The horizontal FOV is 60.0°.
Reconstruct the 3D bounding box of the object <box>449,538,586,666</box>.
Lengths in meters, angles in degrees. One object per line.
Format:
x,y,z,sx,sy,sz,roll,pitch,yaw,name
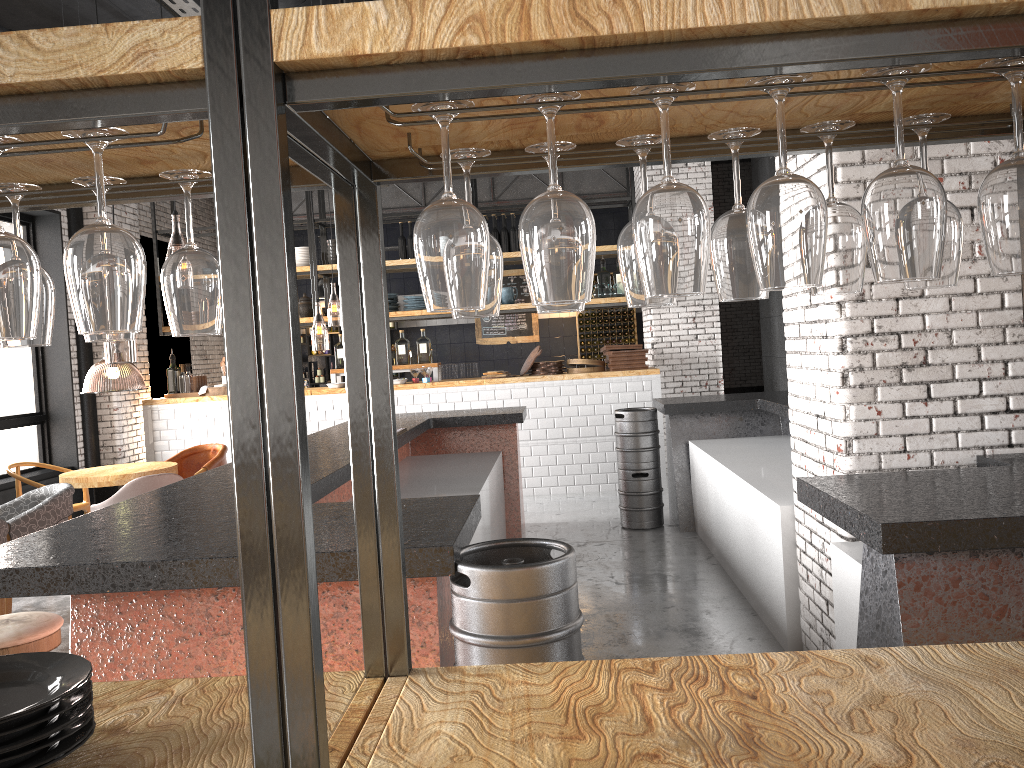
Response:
0.032,1.007,2.616,0.399,1.035,0.398,-3,2,38,object

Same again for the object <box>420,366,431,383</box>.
-0.968,-0.109,9.959,0.128,0.189,0.123,-3,1,12,object

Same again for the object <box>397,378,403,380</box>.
-1.255,-0.056,9.923,0.039,0.021,0.203,-4,2,-20,object

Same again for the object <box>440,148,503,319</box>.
-0.067,-0.242,1.447,0.101,0.267,0.101,-3,1,17,object

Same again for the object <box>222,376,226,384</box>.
-3.321,0.006,10.377,0.129,0.204,0.129,-2,2,39,object

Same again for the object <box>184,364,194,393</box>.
-3.761,-0.051,10.319,0.070,0.367,0.107,-4,1,2,object

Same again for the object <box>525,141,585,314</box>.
0.071,-0.250,1.440,0.101,0.267,0.101,-3,1,17,object

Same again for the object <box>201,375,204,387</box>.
-3.666,0.011,10.480,0.056,0.249,0.056,-4,1,-35,object

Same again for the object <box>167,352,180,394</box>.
-3.935,-0.133,10.312,0.106,0.554,0.157,-4,1,2,object

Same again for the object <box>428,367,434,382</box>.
-0.951,-0.103,10.085,0.122,0.165,0.112,-5,2,-33,object

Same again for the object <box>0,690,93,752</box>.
-0.799,0.516,1.335,0.306,0.042,0.305,-5,3,-40,object

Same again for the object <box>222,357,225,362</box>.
-3.367,-0.176,10.424,0.090,0.289,0.017,-3,1,40,object

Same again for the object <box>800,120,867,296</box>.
0.511,-0.277,1.417,0.101,0.267,0.101,-3,1,17,object

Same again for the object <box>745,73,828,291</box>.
0.350,-0.256,1.139,0.101,0.267,0.101,-3,1,17,object

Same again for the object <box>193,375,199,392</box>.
-3.675,0.018,10.306,0.056,0.249,0.056,-4,1,-35,object

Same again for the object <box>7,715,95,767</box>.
-0.797,0.554,1.336,0.305,0.041,0.306,-3,2,20,object

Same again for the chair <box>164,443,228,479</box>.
-2.881,1.040,8.216,0.681,0.928,0.644,-3,2,25,chair

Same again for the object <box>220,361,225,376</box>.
-3.370,-0.091,10.396,0.087,0.356,0.026,-3,1,26,object

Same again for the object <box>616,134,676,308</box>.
0.218,-0.259,1.432,0.101,0.267,0.101,-3,1,17,object

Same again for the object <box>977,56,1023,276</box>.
0.644,-0.274,1.123,0.101,0.267,0.101,-3,1,17,object

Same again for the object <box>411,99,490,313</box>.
-0.082,-0.230,1.161,0.101,0.267,0.101,-3,1,17,object

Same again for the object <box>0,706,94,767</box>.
-0.798,0.539,1.336,0.306,0.044,0.306,-3,2,4,object

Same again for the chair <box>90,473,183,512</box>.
-2.943,1.120,7.117,0.771,0.850,0.802,-5,2,-37,chair

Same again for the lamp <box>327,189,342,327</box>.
-1.284,-1.199,6.199,0.108,1.598,0.108,-3,1,35,lamp

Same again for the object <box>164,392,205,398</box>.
-3.800,0.124,10.427,0.411,0.050,0.411,-4,2,2,object

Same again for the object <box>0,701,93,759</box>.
-0.799,0.531,1.336,0.306,0.046,0.305,-5,3,-39,object

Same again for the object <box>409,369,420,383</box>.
-1.095,-0.092,10.036,0.122,0.165,0.112,-2,2,37,object

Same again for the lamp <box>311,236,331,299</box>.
-2.913,-1.783,13.564,0.390,0.937,0.390,-3,1,6,lamp

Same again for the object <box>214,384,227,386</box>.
-3.321,0.037,10.150,0.160,0.078,0.161,-4,2,-19,object

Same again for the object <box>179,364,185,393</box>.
-3.826,-0.047,10.321,0.070,0.367,0.107,-4,1,2,object

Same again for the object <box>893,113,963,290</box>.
0.658,-0.286,1.409,0.101,0.267,0.101,-3,1,17,object

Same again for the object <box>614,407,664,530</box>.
1.115,0.735,7.786,0.399,1.035,0.398,-3,2,38,object

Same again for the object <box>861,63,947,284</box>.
0.497,-0.265,1.131,0.101,0.267,0.101,-3,1,17,object

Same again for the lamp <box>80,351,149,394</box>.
-3.472,-1.135,7.560,0.536,2.405,0.537,-2,2,45,lamp

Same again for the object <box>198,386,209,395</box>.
-3.458,0.069,10.212,0.187,0.110,0.283,-2,3,40,object

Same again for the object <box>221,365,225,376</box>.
-3.350,-0.059,10.367,0.071,0.328,0.052,-5,1,-41,object

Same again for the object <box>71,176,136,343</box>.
-0.679,-0.205,1.479,0.101,0.267,0.101,-4,1,-33,object

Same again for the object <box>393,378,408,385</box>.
-1.284,-0.027,10.017,0.216,0.060,0.324,-3,2,3,object

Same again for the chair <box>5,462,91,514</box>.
-4.095,1.138,7.760,0.643,0.921,0.613,-3,1,10,chair

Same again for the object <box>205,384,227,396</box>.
-3.327,0.060,10.256,0.437,0.156,0.419,-5,2,-24,object

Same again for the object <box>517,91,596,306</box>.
0.056,-0.238,1.154,0.101,0.267,0.101,-3,1,17,object

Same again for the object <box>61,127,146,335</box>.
-0.547,-0.202,1.186,0.101,0.267,0.101,-3,1,34,object

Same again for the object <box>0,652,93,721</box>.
-0.801,0.475,1.336,0.306,0.039,0.306,-4,2,-14,object

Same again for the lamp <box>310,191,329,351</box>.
-1.249,-1.006,5.547,0.108,1.598,0.108,-4,1,-15,lamp

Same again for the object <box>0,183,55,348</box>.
-0.826,-0.196,1.487,0.101,0.267,0.101,-4,1,-33,object

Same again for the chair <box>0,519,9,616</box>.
-3.066,1.186,4.814,0.682,0.928,0.643,-5,2,-42,chair

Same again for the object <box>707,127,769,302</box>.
0.365,-0.268,1.424,0.101,0.267,0.101,-3,1,17,object

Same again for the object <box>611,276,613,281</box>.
1.475,-1.585,13.328,0.079,0.079,0.284,-4,2,3,object

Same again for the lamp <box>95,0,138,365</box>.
-1.430,-0.869,3.120,0.108,1.598,0.108,-3,1,35,lamp

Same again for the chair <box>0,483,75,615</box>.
-3.140,1.150,5.833,0.644,0.928,0.681,-5,2,-42,chair

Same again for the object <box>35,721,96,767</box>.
-0.796,0.565,1.337,0.306,0.035,0.306,-2,3,41,object

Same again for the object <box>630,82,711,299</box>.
0.203,-0.247,1.146,0.101,0.267,0.101,-3,1,17,object

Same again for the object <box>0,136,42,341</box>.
-0.693,-0.193,1.194,0.101,0.267,0.101,-4,1,-33,object

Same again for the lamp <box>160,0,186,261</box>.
-1.421,-1.190,3.653,0.108,1.598,0.108,-3,1,35,lamp

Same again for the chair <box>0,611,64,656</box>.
-1.693,1.210,3.014,0.481,0.805,0.438,-5,2,-38,chair

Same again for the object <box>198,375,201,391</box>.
-3.671,0.015,10.393,0.056,0.249,0.056,-4,1,-35,object

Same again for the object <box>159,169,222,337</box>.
-0.532,-0.214,1.472,0.101,0.267,0.101,-3,1,34,object

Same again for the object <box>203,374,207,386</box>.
-3.662,0.007,10.567,0.056,0.249,0.056,-4,1,-35,object

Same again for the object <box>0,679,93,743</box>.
-0.800,0.501,1.336,0.306,0.037,0.306,-3,2,4,object

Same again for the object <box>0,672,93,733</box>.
-0.801,0.489,1.337,0.305,0.048,0.306,-2,3,28,object
